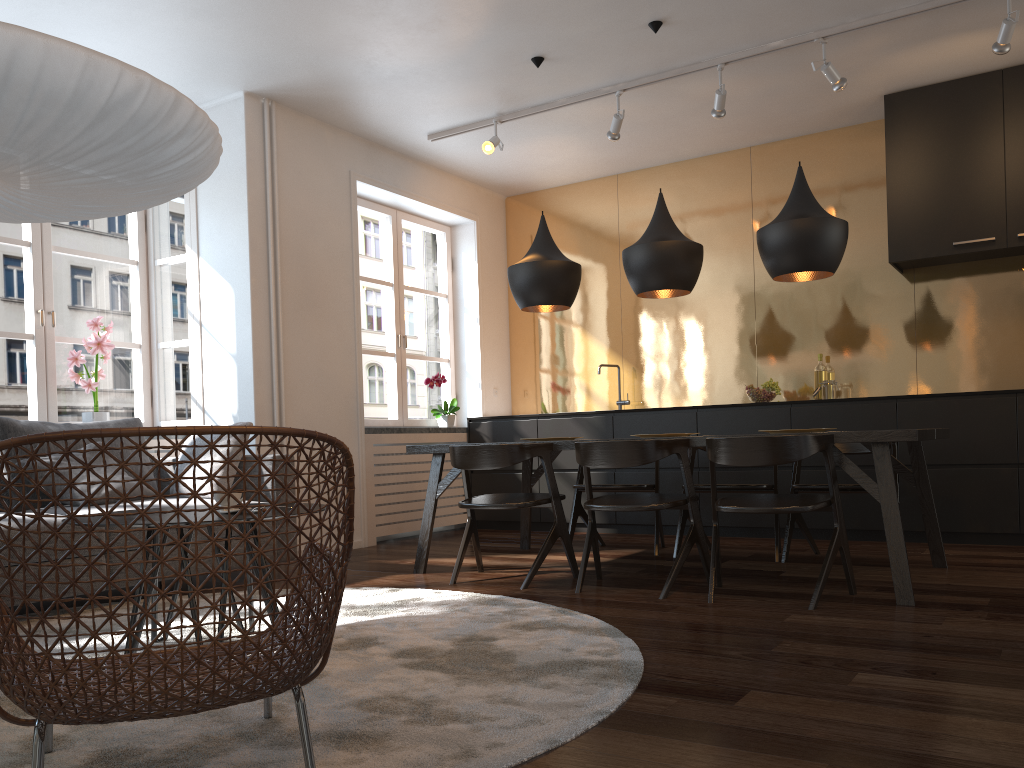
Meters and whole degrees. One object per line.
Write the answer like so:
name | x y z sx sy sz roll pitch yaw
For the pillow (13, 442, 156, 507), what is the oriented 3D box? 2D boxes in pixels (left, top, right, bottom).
pillow | -2.111 0.446 4.400 0.444 0.321 0.493 -2 -3 14

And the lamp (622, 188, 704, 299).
lamp | 0.768 -0.729 4.522 0.411 0.541 0.411 -2 -1 8

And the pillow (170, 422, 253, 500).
pillow | -1.646 0.412 4.729 0.495 0.414 0.286 -3 -1 31

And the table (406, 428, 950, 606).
table | 0.791 0.612 4.508 2.504 0.679 1.107 -4 -3 32

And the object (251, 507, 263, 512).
object | -0.862 0.421 2.978 0.026 0.010 0.124 -2 -4 -2

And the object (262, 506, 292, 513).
object | -0.776 0.413 2.935 0.015 0.015 0.168 -2 -4 19

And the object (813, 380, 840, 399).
object | 2.117 0.043 5.960 0.177 0.151 0.088 -2 -1 9

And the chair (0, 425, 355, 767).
chair | -0.701 0.450 1.808 0.718 0.709 0.687 -1 -2 -25

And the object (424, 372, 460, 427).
object | -0.532 0.121 6.894 0.230 0.437 0.406 -2 -2 8

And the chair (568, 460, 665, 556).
chair | 0.666 0.681 5.406 0.594 0.671 0.519 -3 -1 28

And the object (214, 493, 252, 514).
object | -0.920 0.388 2.898 0.139 0.069 0.091 -5 -4 44

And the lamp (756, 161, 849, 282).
lamp | 1.358 -0.773 4.150 0.411 0.541 0.411 -2 -1 -10

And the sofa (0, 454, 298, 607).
sofa | -1.970 0.631 3.442 2.043 0.671 3.069 -4 -4 32

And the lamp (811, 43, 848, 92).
lamp | 2.429 -0.888 5.045 1.833 1.847 0.089 -1 0 -24

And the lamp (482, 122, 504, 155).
lamp | -0.124 -1.570 5.679 0.085 0.239 0.251 -2 -2 19

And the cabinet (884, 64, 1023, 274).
cabinet | 3.293 -1.336 5.213 1.958 1.050 0.531 -4 -1 32

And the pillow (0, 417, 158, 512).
pillow | -2.252 0.407 4.630 0.275 0.476 0.836 -2 -3 33

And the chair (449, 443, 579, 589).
chair | -0.028 0.631 4.343 0.594 0.671 0.519 -3 -1 31

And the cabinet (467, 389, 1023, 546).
cabinet | 1.989 0.574 5.972 5.071 0.900 0.732 -4 -2 32

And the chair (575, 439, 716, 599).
chair | 0.552 0.588 3.984 0.594 0.671 0.519 -3 -1 33

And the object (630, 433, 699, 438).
object | 0.787 0.266 4.547 0.356 0.016 0.356 -3 -4 13

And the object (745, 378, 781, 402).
object | 1.698 0.047 5.988 0.239 0.173 0.178 -3 -2 17

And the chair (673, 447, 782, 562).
chair | 1.252 0.636 5.003 0.594 0.671 0.519 -3 -1 30

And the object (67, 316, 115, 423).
object | -2.466 -0.055 5.197 0.297 0.690 0.201 -2 0 11

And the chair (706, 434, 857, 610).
chair | 1.070 0.550 3.657 0.594 0.671 0.519 -3 -1 30

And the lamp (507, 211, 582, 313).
lamp | 0.178 -0.686 4.895 0.410 0.541 0.411 -1 -1 -24

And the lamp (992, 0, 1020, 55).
lamp | 2.403 -1.744 4.265 0.085 0.239 0.251 -2 -2 3

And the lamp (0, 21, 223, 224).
lamp | -1.595 -0.657 2.525 1.469 0.210 1.473 0 -4 -21

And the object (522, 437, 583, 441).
object | 0.222 0.308 4.903 0.356 0.016 0.356 -5 -5 35

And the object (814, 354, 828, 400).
object | 2.142 -0.040 6.132 0.092 0.339 0.092 -2 0 -1

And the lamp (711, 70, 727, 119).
lamp | 1.195 -1.655 5.025 0.085 0.239 0.251 -2 -2 -2

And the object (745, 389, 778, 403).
object | 1.697 0.087 6.006 0.218 0.097 0.219 -1 -3 -10

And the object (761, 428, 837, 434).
object | 1.351 0.224 4.190 0.356 0.016 0.356 -5 -5 35

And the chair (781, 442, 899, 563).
chair | 1.767 0.598 4.678 0.594 0.671 0.519 -3 -1 32

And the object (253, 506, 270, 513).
object | -0.818 0.414 2.940 0.025 0.016 0.164 -2 -4 7

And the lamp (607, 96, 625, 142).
lamp | 0.649 -1.617 5.360 0.085 0.238 0.252 -2 -2 -17

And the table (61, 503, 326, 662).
table | -1.037 0.668 2.984 0.848 0.472 0.847 -4 -3 34

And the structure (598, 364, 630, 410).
structure | 0.791 0.038 6.844 0.265 0.385 0.109 -1 0 -42

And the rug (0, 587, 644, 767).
rug | -1.017 0.888 2.825 2.838 0.012 2.842 -3 -4 12
